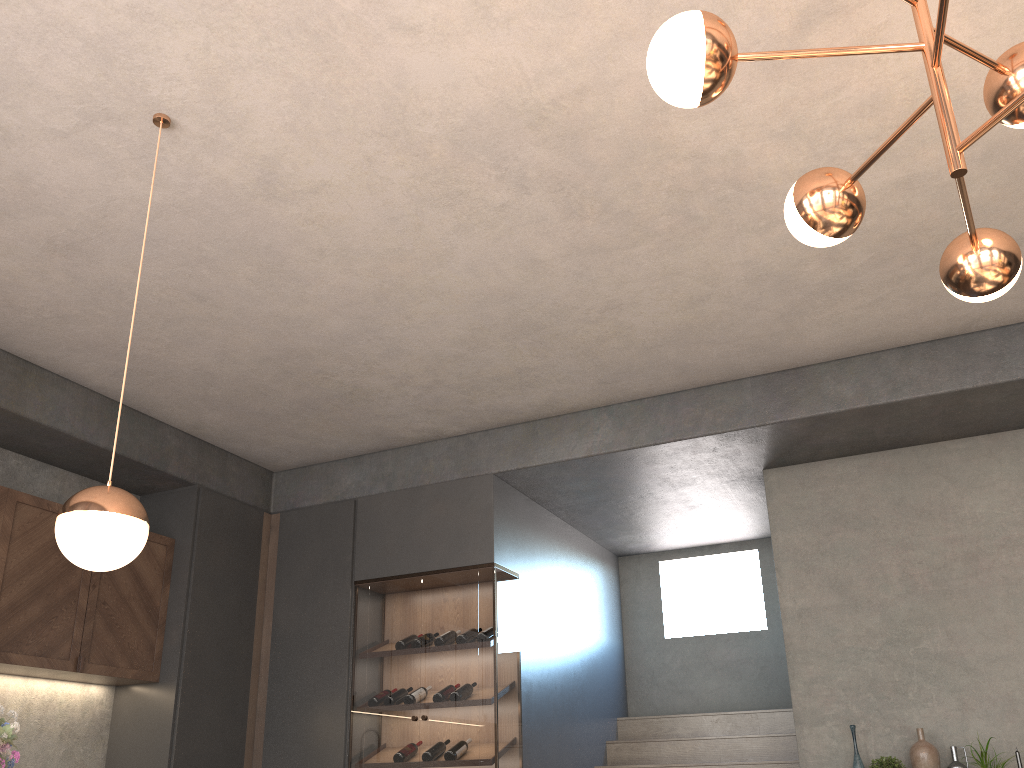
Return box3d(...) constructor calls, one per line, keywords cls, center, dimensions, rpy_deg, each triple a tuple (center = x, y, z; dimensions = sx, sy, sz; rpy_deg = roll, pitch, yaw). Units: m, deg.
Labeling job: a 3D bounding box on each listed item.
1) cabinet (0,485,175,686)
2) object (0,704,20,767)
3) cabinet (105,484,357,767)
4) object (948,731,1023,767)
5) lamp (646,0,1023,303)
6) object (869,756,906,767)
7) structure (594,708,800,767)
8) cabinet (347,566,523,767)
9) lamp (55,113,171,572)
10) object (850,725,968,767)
box3d(cls="cabinet", center=(-2.949, 0.741, 3.937), dimensions=(0.371, 0.838, 3.481), rpy_deg=(-11, -26, 22))
box3d(cls="object", center=(-1.270, 0.874, 1.954), dimensions=(0.328, 0.396, 0.307), rpy_deg=(1, -22, -5))
box3d(cls="cabinet", center=(-1.584, 2.080, 5.516), dimensions=(1.210, 2.671, 1.217), rpy_deg=(-11, -23, 23))
box3d(cls="object", center=(2.384, 1.875, 4.351), dimensions=(0.316, 0.327, 0.412), rpy_deg=(8, -25, -22))
box3d(cls="lamp", center=(0.789, -0.888, 1.837), dimensions=(1.014, 1.006, 1.511), rpy_deg=(-2, -23, 1))
box3d(cls="object", center=(1.929, 2.017, 4.511), dimensions=(0.195, 0.221, 0.193), rpy_deg=(-3, -22, 3))
box3d(cls="structure", center=(1.148, 2.746, 5.546), dimensions=(1.516, 1.379, 2.318), rpy_deg=(-11, -26, 22))
box3d(cls="cabinet", center=(-0.466, 1.967, 5.327), dimensions=(1.005, 1.537, 0.345), rpy_deg=(-11, -23, 23))
box3d(cls="lamp", center=(-1.155, -0.187, 2.690), dimensions=(0.239, 1.497, 0.246), rpy_deg=(-1, -21, 0))
box3d(cls="object", center=(2.032, 1.936, 4.526), dimensions=(0.564, 0.379, 0.231), rpy_deg=(-10, -23, 19))
